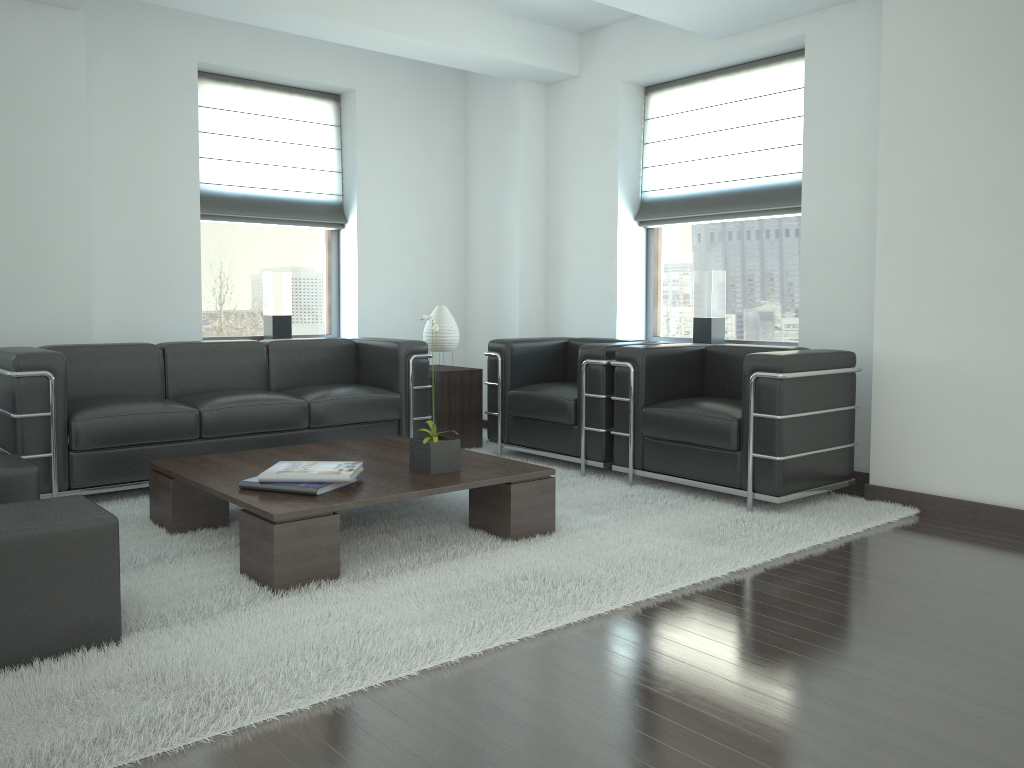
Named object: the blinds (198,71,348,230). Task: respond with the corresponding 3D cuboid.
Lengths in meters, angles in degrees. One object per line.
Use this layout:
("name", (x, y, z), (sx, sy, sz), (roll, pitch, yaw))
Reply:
("blinds", (-2.508, -2.384, 9.190), (1.688, 1.473, 0.222), (-4, 5, -40))

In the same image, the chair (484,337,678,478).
("chair", (0.636, 0.166, 8.295), (1.124, 1.168, 1.648), (-3, 6, -40))

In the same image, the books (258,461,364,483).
("books", (-1.172, 0.519, 5.231), (0.518, 0.045, 0.447), (0, 5, 1))

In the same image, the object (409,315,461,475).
("object", (-0.509, 0.056, 5.628), (0.252, 0.990, 0.336), (-3, 5, -40))

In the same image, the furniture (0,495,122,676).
("furniture", (-2.096, 0.848, 3.867), (0.588, 0.578, 0.603), (-3, 6, -40))

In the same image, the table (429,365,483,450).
("table", (-0.752, 0.254, 9.168), (0.526, 0.843, 0.787), (-3, 5, -40))

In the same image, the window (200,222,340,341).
("window", (-2.617, -1.770, 9.346), (1.702, 2.727, 0.146), (-3, 5, -40))

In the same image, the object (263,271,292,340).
("object", (-2.446, -0.780, 9.242), (0.239, 0.774, 0.243), (-3, 5, -40))

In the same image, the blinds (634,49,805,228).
("blinds", (2.050, -2.310, 8.533), (0.222, 1.473, 2.126), (-3, 5, -40))

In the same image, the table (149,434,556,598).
("table", (-1.077, 0.752, 5.836), (1.938, 0.440, 1.923), (-4, 7, -40))

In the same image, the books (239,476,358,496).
("books", (-1.239, 0.570, 5.172), (0.518, 0.045, 0.447), (2, 6, 21))

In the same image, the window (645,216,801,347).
("window", (2.176, -1.695, 8.681), (0.146, 2.726, 2.135), (-3, 5, -40))

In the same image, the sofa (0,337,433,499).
("sofa", (-2.377, 0.232, 7.496), (3.480, 1.168, 1.125), (-4, 6, -40))

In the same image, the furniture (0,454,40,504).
("furniture", (-3.036, 0.742, 4.986), (0.588, 0.578, 0.603), (-3, 6, -40))

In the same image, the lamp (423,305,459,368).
("lamp", (-0.723, -0.484, 9.067), (0.374, 0.653, 0.375), (-1, 4, -11))

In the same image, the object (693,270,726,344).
("object", (1.908, -0.705, 8.572), (0.239, 0.774, 0.243), (-3, 5, -40))

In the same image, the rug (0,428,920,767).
("rug", (-1.077, 0.890, 6.398), (6.258, 0.110, 5.176), (-4, 7, -40))

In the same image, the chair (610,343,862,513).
("chair", (1.712, 0.289, 7.001), (1.124, 1.168, 1.648), (-3, 6, -40))
